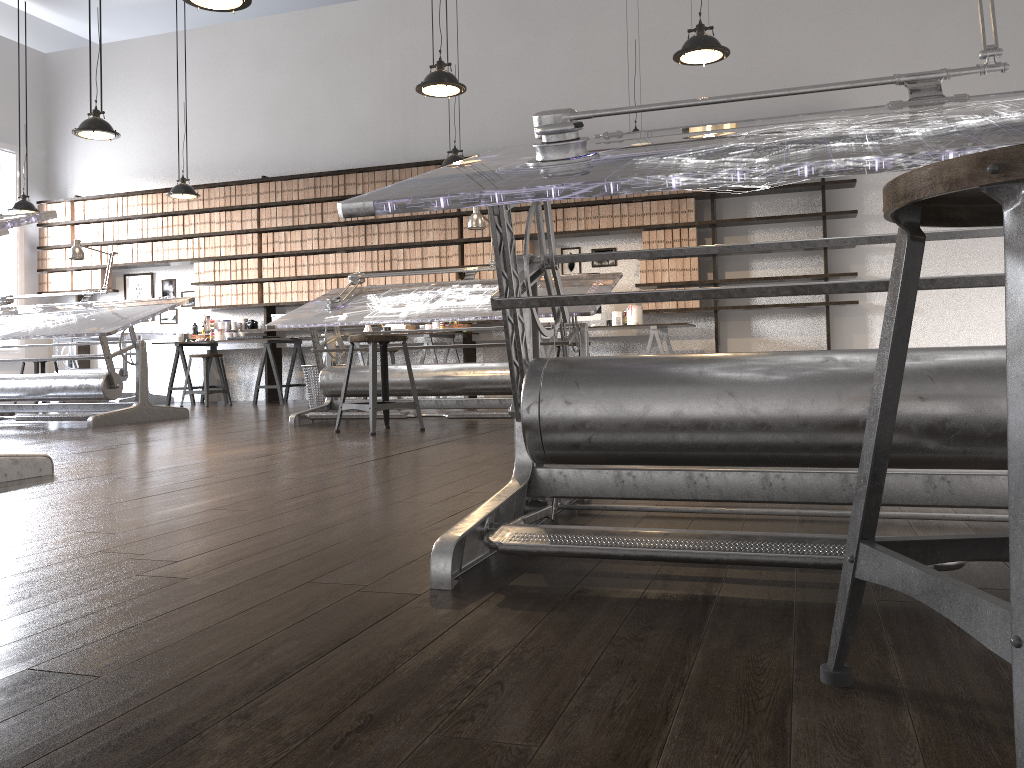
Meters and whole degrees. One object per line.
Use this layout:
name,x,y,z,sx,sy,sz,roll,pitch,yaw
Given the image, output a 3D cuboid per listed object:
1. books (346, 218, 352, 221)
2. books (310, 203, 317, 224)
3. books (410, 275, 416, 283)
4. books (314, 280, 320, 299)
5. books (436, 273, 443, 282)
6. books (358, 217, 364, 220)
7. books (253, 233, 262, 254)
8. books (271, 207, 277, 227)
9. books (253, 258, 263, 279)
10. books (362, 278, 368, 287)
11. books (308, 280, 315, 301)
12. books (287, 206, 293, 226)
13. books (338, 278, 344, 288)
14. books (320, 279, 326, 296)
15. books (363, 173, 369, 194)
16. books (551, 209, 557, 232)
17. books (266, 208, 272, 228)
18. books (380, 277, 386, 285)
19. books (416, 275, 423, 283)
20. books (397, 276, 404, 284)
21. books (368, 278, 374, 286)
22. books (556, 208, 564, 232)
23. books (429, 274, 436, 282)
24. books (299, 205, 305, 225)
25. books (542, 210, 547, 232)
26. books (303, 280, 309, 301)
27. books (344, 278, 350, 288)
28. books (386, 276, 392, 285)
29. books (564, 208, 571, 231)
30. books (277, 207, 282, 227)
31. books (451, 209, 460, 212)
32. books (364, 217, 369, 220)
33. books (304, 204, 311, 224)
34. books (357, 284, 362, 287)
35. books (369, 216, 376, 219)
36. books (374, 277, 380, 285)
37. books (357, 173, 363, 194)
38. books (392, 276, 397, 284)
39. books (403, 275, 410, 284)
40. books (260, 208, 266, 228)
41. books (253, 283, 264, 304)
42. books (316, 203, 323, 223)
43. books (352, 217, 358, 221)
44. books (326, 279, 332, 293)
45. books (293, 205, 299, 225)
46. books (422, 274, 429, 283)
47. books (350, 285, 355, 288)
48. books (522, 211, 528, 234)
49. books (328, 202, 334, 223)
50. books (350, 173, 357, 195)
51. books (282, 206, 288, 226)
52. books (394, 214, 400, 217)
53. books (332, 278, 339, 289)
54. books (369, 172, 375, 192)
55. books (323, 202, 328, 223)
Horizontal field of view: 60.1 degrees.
books,-1.697,-1.824,9.408,0.066,0.226,0.174,-2,-1,18
books,-2.098,-1.818,9.543,0.066,0.226,0.174,-2,-1,18
books,-0.990,-1.020,9.162,0.066,0.226,0.174,-2,-1,18
books,-2.049,-1.002,9.510,0.066,0.226,0.174,-2,-1,18
books,-0.714,-1.025,9.072,0.066,0.226,0.174,-2,-1,18
books,-1.558,-1.827,9.362,0.066,0.226,0.174,-2,-1,18
books,-2.779,-1.537,9.761,0.066,0.226,0.174,-2,-1,18
books,-2.558,-1.809,9.688,0.067,0.226,0.174,-2,-1,18
books,-2.771,-1.260,9.746,0.067,0.226,0.174,-2,-1,18
books,-1.514,-1.011,9.331,0.066,0.226,0.174,-2,-1,18
books,-2.116,-1.000,9.532,0.066,0.226,0.174,-2,-1,18
books,-2.366,-1.813,9.624,0.067,0.226,0.174,-2,-1,18
books,-1.772,-1.006,9.420,0.066,0.226,0.174,-2,-1,18
books,-1.983,-1.003,9.484,0.066,0.226,0.174,-2,-1,18
books,-1.504,-2.105,9.354,0.066,0.226,0.174,-2,-1,18
books,0.422,-1.592,8.710,0.066,0.226,0.174,-2,-1,18
books,-2.623,-1.808,9.714,0.066,0.226,0.174,-2,-1,18
books,-1.315,-1.014,9.264,0.067,0.226,0.174,-2,-1,18
books,-0.924,-1.021,9.136,0.066,0.226,0.174,-2,-1,18
books,-1.123,-1.017,9.200,0.067,0.226,0.174,-2,-1,18
books,-1.446,-1.012,9.313,0.066,0.226,0.174,-2,-1,18
books,0.492,-1.593,8.681,0.067,0.226,0.174,-2,-1,18
books,-0.786,-1.023,9.090,0.067,0.226,0.174,-2,-1,18
books,-2.233,-1.815,9.587,0.066,0.226,0.174,-2,-1,18
books,0.353,-1.591,8.728,0.066,0.226,0.174,-2,-1,18
books,-2.182,-0.999,9.547,0.067,0.226,0.174,-2,-1,18
books,-1.711,-1.007,9.397,0.066,0.226,0.174,-2,-1,18
books,-1.246,-1.015,9.243,0.066,0.226,0.174,-2,-1,18
books,0.564,-1.595,8.663,0.066,0.226,0.174,-2,-1,18
books,-2.488,-1.811,9.668,0.066,0.226,0.174,-2,-1,18
books,-0.564,-1.844,9.037,0.066,0.226,0.174,-2,-1,18
books,-1.498,-1.828,9.344,0.066,0.226,0.174,-2,-1,18
books,-2.167,-1.816,9.561,0.066,0.226,0.174,-2,-1,18
books,-1.584,-1.009,9.350,0.066,0.226,0.174,-2,-1,18
books,-1.436,-1.829,9.319,0.067,0.226,0.174,-2,-1,18
books,-1.381,-1.013,9.289,0.066,0.226,0.174,-2,-1,18
books,-1.572,-2.104,9.372,0.066,0.226,0.174,-2,-1,18
books,-1.185,-1.017,9.225,0.066,0.226,0.174,-2,-1,18
books,-1.058,-1.019,9.184,0.066,0.226,0.174,-2,-1,18
books,-2.689,-1.807,9.738,0.066,0.226,0.174,-2,-1,18
books,-2.768,-0.989,9.741,0.067,0.226,0.174,-2,-1,18
books,-2.028,-1.819,9.514,0.067,0.226,0.174,-2,-1,18
books,-1.627,-1.826,9.383,0.067,0.226,0.174,-2,-1,18
books,-1.914,-1.004,9.466,0.066,0.226,0.174,-2,-1,18
books,-2.300,-1.814,9.609,0.066,0.226,0.174,-2,-1,18
books,-0.855,-1.022,9.118,0.066,0.226,0.174,-2,-1,18
books,-1.652,-1.008,9.373,0.067,0.226,0.174,-2,-1,18
books,0.154,-1.587,8.791,0.067,0.226,0.174,-2,-1,18
books,-1.895,-1.821,9.474,0.066,0.226,0.174,-2,-1,18
books,-1.642,-2.103,9.392,0.066,0.226,0.174,-2,-1,18
books,-2.428,-1.812,9.650,0.066,0.226,0.174,-2,-1,18
books,-1.167,-1.834,9.234,0.066,0.226,0.174,-2,-1,18
books,-1.844,-1.005,9.437,0.067,0.226,0.174,-2,-1,18
books,-1.439,-2.107,9.331,0.066,0.226,0.174,-2,-1,18
books,-1.956,-1.820,9.496,0.066,0.226,0.174,-2,-1,18
